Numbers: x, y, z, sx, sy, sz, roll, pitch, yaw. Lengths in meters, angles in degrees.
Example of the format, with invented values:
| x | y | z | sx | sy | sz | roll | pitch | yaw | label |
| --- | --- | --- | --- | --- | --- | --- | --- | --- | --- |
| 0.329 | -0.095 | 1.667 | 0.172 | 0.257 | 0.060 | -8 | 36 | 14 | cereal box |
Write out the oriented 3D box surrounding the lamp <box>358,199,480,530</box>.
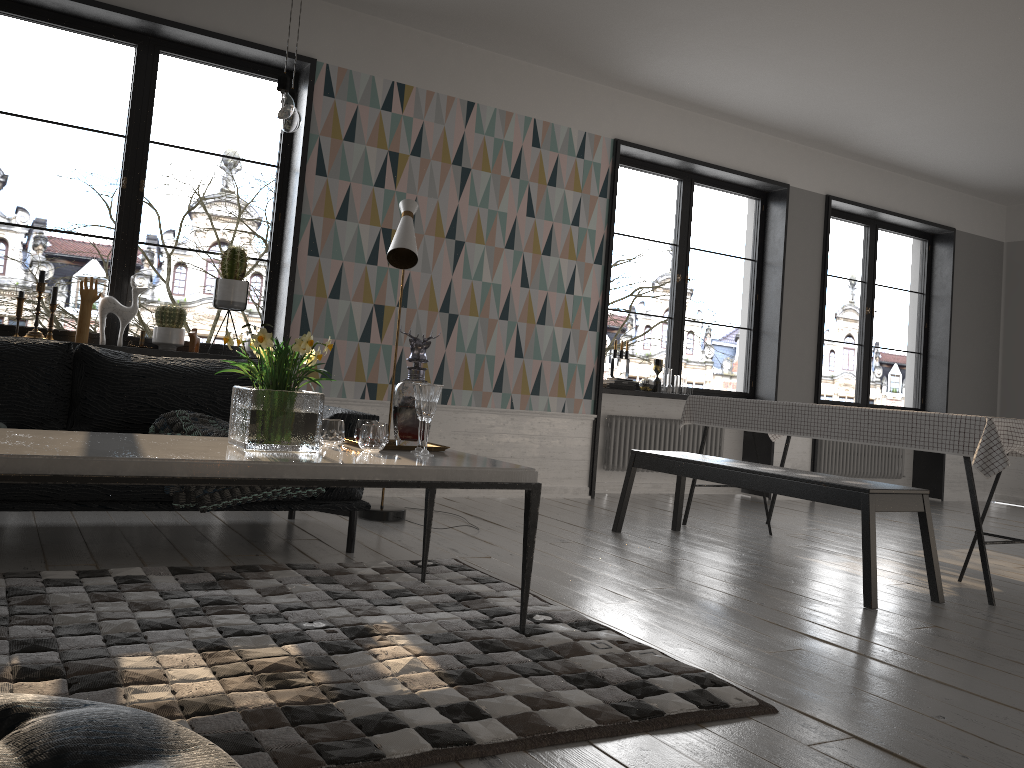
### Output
| x | y | z | sx | sy | sz | roll | pitch | yaw | label |
| --- | --- | --- | --- | --- | --- | --- | --- | --- | --- |
| -0.610 | -0.140 | 4.990 | 0.677 | 1.710 | 1.246 | 7 | -3 | -32 | lamp |

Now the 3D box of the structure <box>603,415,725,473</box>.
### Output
| x | y | z | sx | sy | sz | roll | pitch | yaw | label |
| --- | --- | --- | --- | --- | --- | --- | --- | --- | --- |
| 1.226 | 0.488 | 7.016 | 1.219 | 0.430 | 0.148 | 5 | -3 | -32 | structure |

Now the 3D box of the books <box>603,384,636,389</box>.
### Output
| x | y | z | sx | sy | sz | roll | pitch | yaw | label |
| --- | --- | --- | --- | --- | --- | --- | --- | --- | --- |
| 0.763 | 0.016 | 6.601 | 0.270 | 0.019 | 0.184 | 5 | 0 | -31 | books |

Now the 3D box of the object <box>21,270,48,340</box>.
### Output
| x | y | z | sx | sy | sz | roll | pitch | yaw | label |
| --- | --- | --- | --- | --- | --- | --- | --- | --- | --- |
| -2.497 | -0.423 | 4.669 | 0.123 | 0.377 | 0.123 | 6 | -4 | -26 | object |

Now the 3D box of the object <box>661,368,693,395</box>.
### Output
| x | y | z | sx | sy | sz | roll | pitch | yaw | label |
| --- | --- | --- | --- | --- | --- | --- | --- | --- | --- |
| 1.273 | -0.017 | 6.897 | 0.267 | 0.193 | 0.153 | 6 | -3 | -30 | object |

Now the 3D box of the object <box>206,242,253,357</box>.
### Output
| x | y | z | sx | sy | sz | roll | pitch | yaw | label |
| --- | --- | --- | --- | --- | --- | --- | --- | --- | --- |
| -1.632 | -0.501 | 5.123 | 0.229 | 0.673 | 0.234 | 3 | -4 | 30 | object |

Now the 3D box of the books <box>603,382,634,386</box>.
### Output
| x | y | z | sx | sy | sz | roll | pitch | yaw | label |
| --- | --- | --- | --- | --- | --- | --- | --- | --- | --- |
| 0.773 | 0.002 | 6.603 | 0.215 | 0.011 | 0.174 | 5 | 0 | -25 | books |

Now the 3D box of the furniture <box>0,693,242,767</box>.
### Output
| x | y | z | sx | sy | sz | roll | pitch | yaw | label |
| --- | --- | --- | --- | --- | --- | --- | --- | --- | --- |
| -0.575 | 0.528 | 0.706 | 0.732 | 0.358 | 0.736 | 6 | -1 | -44 | furniture |

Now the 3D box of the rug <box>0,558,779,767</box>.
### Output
| x | y | z | sx | sy | sz | roll | pitch | yaw | label |
| --- | --- | --- | --- | --- | --- | --- | --- | --- | --- |
| -0.870 | 0.675 | 2.316 | 2.518 | 0.034 | 1.770 | 5 | 0 | -30 | rug |

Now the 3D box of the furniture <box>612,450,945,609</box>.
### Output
| x | y | z | sx | sy | sz | roll | pitch | yaw | label |
| --- | --- | --- | --- | --- | --- | --- | --- | --- | --- |
| 1.189 | 0.631 | 4.283 | 0.464 | 0.457 | 1.670 | 6 | -1 | -31 | furniture |

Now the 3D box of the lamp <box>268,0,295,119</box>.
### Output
| x | y | z | sx | sy | sz | roll | pitch | yaw | label |
| --- | --- | --- | --- | --- | --- | --- | --- | --- | --- |
| -0.033 | -1.492 | 2.310 | 1.397 | 1.543 | 0.074 | 3 | -4 | 29 | lamp |

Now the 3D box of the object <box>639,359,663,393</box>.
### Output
| x | y | z | sx | sy | sz | roll | pitch | yaw | label |
| --- | --- | --- | --- | --- | --- | --- | --- | --- | --- |
| 1.069 | -0.067 | 6.766 | 0.194 | 0.258 | 0.115 | 6 | -4 | -20 | object |

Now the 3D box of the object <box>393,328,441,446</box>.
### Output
| x | y | z | sx | sy | sz | roll | pitch | yaw | label |
| --- | --- | --- | --- | --- | --- | --- | --- | --- | --- |
| -0.338 | 0.011 | 3.089 | 0.148 | 0.419 | 0.155 | 5 | -4 | -11 | object |

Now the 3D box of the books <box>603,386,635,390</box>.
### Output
| x | y | z | sx | sy | sz | roll | pitch | yaw | label |
| --- | --- | --- | --- | --- | --- | --- | --- | --- | --- |
| 0.763 | 0.031 | 6.593 | 0.267 | 0.011 | 0.162 | 5 | 0 | -28 | books |

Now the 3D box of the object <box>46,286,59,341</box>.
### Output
| x | y | z | sx | sy | sz | roll | pitch | yaw | label |
| --- | --- | --- | --- | --- | --- | --- | --- | --- | --- |
| -2.465 | -0.383 | 4.746 | 0.075 | 0.302 | 0.075 | 5 | -4 | 0 | object |

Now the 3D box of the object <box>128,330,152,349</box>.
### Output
| x | y | z | sx | sy | sz | roll | pitch | yaw | label |
| --- | --- | --- | --- | --- | --- | --- | --- | --- | --- |
| -2.058 | -0.247 | 4.922 | 0.123 | 0.099 | 0.122 | 5 | -2 | -8 | object |

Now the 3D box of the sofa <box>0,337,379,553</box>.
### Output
| x | y | z | sx | sy | sz | roll | pitch | yaw | label |
| --- | --- | --- | --- | --- | --- | --- | --- | --- | --- |
| -1.770 | 0.228 | 3.552 | 2.333 | 0.801 | 0.970 | 5 | -2 | -31 | sofa |

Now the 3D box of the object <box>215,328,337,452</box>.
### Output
| x | y | z | sx | sy | sz | roll | pitch | yaw | label |
| --- | --- | --- | --- | --- | --- | --- | --- | --- | --- |
| -0.710 | 0.013 | 2.637 | 0.350 | 0.352 | 0.325 | 6 | -3 | -28 | object |

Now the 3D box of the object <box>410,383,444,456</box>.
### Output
| x | y | z | sx | sy | sz | roll | pitch | yaw | label |
| --- | --- | --- | --- | --- | --- | --- | --- | --- | --- |
| -0.284 | 0.113 | 2.876 | 0.082 | 0.228 | 0.167 | 6 | -3 | -19 | object |

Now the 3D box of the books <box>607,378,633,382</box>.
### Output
| x | y | z | sx | sy | sz | roll | pitch | yaw | label |
| --- | --- | --- | --- | --- | --- | --- | --- | --- | --- |
| 0.805 | -0.032 | 6.610 | 0.153 | 0.017 | 0.124 | 5 | 0 | -29 | books |

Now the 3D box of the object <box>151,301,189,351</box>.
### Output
| x | y | z | sx | sy | sz | roll | pitch | yaw | label |
| --- | --- | --- | --- | --- | --- | --- | --- | --- | --- |
| -1.954 | -0.332 | 5.050 | 0.213 | 0.284 | 0.233 | 3 | -3 | 33 | object |

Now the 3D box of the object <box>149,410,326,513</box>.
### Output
| x | y | z | sx | sy | sz | roll | pitch | yaw | label |
| --- | --- | --- | --- | --- | --- | --- | --- | --- | --- |
| -1.105 | 0.306 | 3.605 | 0.664 | 0.330 | 0.490 | 5 | -2 | -35 | object |

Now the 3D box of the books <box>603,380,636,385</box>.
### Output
| x | y | z | sx | sy | sz | roll | pitch | yaw | label |
| --- | --- | --- | --- | --- | --- | --- | --- | --- | --- |
| 0.798 | -0.012 | 6.610 | 0.198 | 0.022 | 0.162 | 5 | 0 | -30 | books |

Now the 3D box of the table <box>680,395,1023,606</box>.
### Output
| x | y | z | sx | sy | sz | roll | pitch | yaw | label |
| --- | --- | --- | --- | --- | --- | --- | --- | --- | --- |
| 1.862 | 0.521 | 4.718 | 0.928 | 0.787 | 2.026 | 6 | -1 | -31 | table |

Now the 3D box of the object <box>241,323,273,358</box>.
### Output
| x | y | z | sx | sy | sz | roll | pitch | yaw | label |
| --- | --- | --- | --- | --- | --- | --- | --- | --- | --- |
| -1.490 | -0.255 | 5.172 | 0.170 | 0.204 | 0.246 | 6 | -2 | -28 | object |

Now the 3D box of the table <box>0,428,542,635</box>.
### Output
| x | y | z | sx | sy | sz | roll | pitch | yaw | label |
| --- | --- | --- | --- | --- | --- | --- | --- | --- | --- |
| -0.737 | 0.445 | 2.582 | 1.451 | 0.513 | 0.732 | 5 | -1 | -30 | table |

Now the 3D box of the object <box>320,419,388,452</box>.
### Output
| x | y | z | sx | sy | sz | roll | pitch | yaw | label |
| --- | --- | --- | --- | --- | --- | --- | --- | --- | --- |
| -0.471 | 0.170 | 2.923 | 0.279 | 0.088 | 0.245 | 4 | -1 | 37 | object |

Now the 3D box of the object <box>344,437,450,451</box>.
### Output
| x | y | z | sx | sy | sz | roll | pitch | yaw | label |
| --- | --- | --- | --- | --- | --- | --- | --- | --- | --- |
| -0.403 | 0.207 | 3.033 | 0.317 | 0.015 | 0.247 | 5 | 0 | -30 | object |

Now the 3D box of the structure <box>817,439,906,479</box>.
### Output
| x | y | z | sx | sy | sz | roll | pitch | yaw | label |
| --- | --- | --- | --- | --- | --- | --- | --- | --- | --- |
| 3.235 | 0.656 | 8.198 | 1.219 | 0.430 | 0.148 | 5 | -3 | -32 | structure |

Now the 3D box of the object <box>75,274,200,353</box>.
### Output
| x | y | z | sx | sy | sz | roll | pitch | yaw | label |
| --- | --- | --- | --- | --- | --- | --- | --- | --- | --- |
| -2.060 | -0.399 | 4.935 | 0.660 | 0.411 | 0.134 | 5 | -4 | -29 | object |

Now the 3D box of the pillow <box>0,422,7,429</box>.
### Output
| x | y | z | sx | sy | sz | roll | pitch | yaw | label |
| --- | --- | --- | --- | --- | --- | --- | --- | --- | --- |
| -2.261 | 0.007 | 3.206 | 0.444 | 0.363 | 0.795 | 3 | -2 | 42 | pillow |

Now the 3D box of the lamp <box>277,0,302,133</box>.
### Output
| x | y | z | sx | sy | sz | roll | pitch | yaw | label |
| --- | --- | --- | --- | --- | --- | --- | --- | --- | --- |
| -0.045 | -1.493 | 2.448 | 1.397 | 1.543 | 0.074 | 3 | -4 | 29 | lamp |
